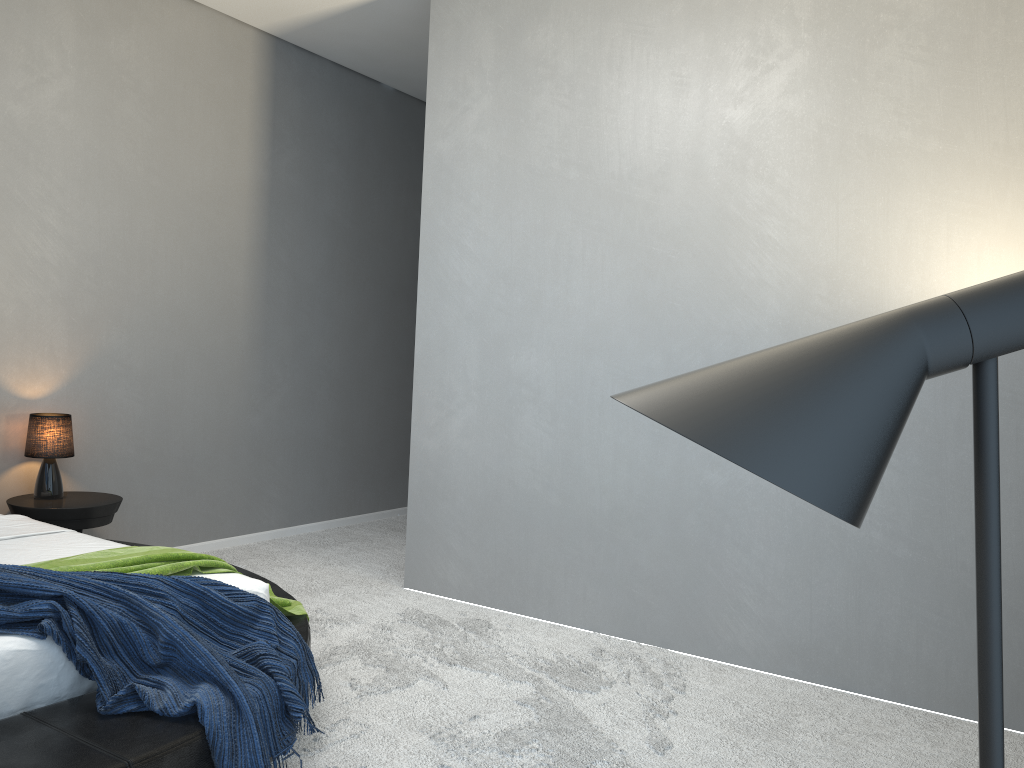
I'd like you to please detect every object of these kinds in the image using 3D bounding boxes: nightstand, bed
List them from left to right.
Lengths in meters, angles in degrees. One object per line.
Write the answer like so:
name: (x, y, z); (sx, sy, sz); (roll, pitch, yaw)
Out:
bed: (-1.921, 0.580, 2.643); (2.615, 0.934, 2.755); (4, 2, 33)
nightstand: (-2.137, 0.770, 4.239); (0.497, 0.440, 0.496); (2, 2, -29)

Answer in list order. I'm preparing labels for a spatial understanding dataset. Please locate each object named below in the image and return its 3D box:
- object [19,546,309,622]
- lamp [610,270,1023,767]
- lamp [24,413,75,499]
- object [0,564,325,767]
object: (-1.529, 0.681, 2.387); (0.645, 0.342, 2.302); (4, 2, 32)
lamp: (0.229, 0.556, 0.604); (0.384, 1.302, 0.201); (3, 3, -4)
lamp: (-2.213, 0.345, 4.244); (0.219, 0.400, 0.208); (4, 3, 13)
object: (-1.537, 0.744, 2.202); (2.154, 0.568, 0.684); (3, 2, -15)
